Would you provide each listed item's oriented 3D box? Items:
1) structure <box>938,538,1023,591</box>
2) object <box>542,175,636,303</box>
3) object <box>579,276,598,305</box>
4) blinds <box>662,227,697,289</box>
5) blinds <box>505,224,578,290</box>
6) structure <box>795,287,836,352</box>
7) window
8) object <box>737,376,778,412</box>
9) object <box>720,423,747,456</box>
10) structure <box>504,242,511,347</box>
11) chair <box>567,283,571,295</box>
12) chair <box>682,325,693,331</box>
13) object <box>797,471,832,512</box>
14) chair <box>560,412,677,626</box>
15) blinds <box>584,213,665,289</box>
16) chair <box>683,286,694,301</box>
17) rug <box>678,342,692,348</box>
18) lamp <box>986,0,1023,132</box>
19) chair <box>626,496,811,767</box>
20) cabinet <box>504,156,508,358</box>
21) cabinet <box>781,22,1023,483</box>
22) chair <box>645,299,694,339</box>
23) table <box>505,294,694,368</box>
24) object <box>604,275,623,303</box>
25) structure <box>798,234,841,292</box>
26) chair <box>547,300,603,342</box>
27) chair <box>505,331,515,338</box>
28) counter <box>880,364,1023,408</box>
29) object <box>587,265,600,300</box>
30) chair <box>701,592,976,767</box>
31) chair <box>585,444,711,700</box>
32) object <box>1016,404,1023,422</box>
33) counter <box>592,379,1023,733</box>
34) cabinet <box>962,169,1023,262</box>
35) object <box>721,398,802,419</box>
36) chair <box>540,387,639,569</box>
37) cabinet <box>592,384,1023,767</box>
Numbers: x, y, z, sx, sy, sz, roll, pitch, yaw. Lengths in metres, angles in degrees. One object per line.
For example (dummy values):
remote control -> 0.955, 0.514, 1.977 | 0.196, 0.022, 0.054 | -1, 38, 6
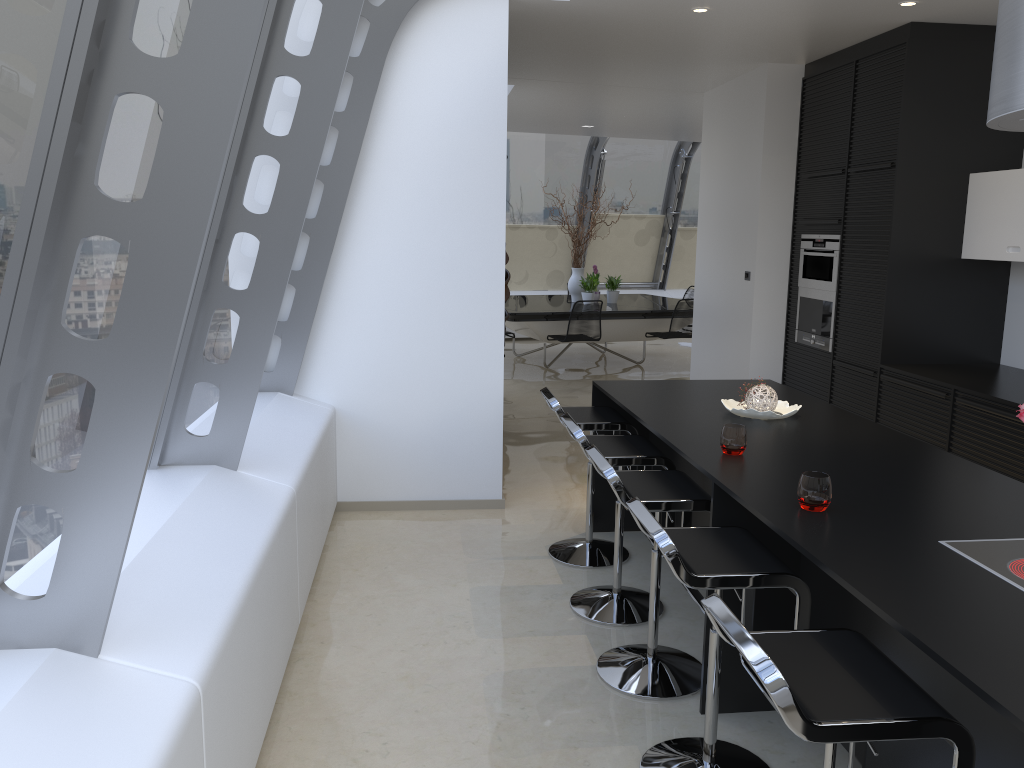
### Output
structure -> 1.448, 0.490, 2.078 | 0.562, 0.041, 0.640 | 0, 10, -7
object -> 0.976, -1.783, 11.035 | 1.135, 1.549, 1.031 | -4, 11, -28
object -> 0.939, -1.155, 10.873 | 0.284, 0.369, 0.215 | 4, 10, 18
blinds -> 3.176, -2.057, 14.639 | 1.430, 1.027, 0.329 | -3, 10, -20
blinds -> 0.283, -1.919, 13.592 | 1.430, 1.027, 0.329 | -3, 10, -20
structure -> 2.205, -0.480, 6.457 | 0.023, 0.420, 0.592 | 0, 10, -6
window -> 5.200, -1.048, 7.744 | 16.171, 3.674, 16.693 | -2, 10, -14
object -> 1.113, 0.057, 3.988 | 0.190, 0.191, 0.165 | 5, 11, 21
object -> 0.813, 0.205, 3.254 | 0.095, 0.106, 0.095 | -1, 10, -9
structure -> -0.265, -0.753, 8.667 | 0.493, 1.843, 0.498 | -1, 10, -9
chair -> 1.064, -1.183, 12.720 | 0.446, 0.519, 0.688 | -3, 10, -20
chair -> 2.613, -0.937, 11.435 | 0.688, 0.519, 0.446 | -3, 10, -20
object -> 0.891, 0.317, 2.612 | 0.095, 0.106, 0.095 | 3, 10, 13
chair -> 0.453, 0.573, 3.896 | 0.460, 0.857, 0.418 | 0, 10, -6
blinds -> 1.743, -2.076, 14.074 | 1.376, 1.214, 0.387 | -3, 10, -20
chair -> 2.272, -1.102, 12.358 | 0.688, 0.519, 0.446 | -3, 10, -20
rug -> 4.219, -0.411, 12.359 | 2.705, 0.008, 3.220 | -3, 11, -20
lamp -> 1.471, -1.068, 1.804 | 0.606, 0.966, 1.112 | 0, 10, -7
chair -> 0.588, 0.791, 2.651 | 0.460, 0.857, 0.418 | 0, 10, -6
cabinet -> -0.552, -0.738, 6.443 | 0.831, 2.558, 2.252 | 0, 10, -6
cabinet -> 2.866, -0.513, 4.388 | 0.831, 2.901, 5.157 | 0, 10, -7
chair -> 1.925, -0.766, 10.393 | 0.446, 0.519, 0.688 | -3, 10, -20
table -> 0.938, -0.677, 11.411 | 3.031, 0.759, 2.494 | -3, 10, -20
object -> 1.275, -1.209, 11.211 | 0.284, 0.369, 0.215 | 3, 10, 13
structure -> 2.208, -0.879, 6.388 | 0.061, 0.388, 0.592 | 0, 10, -7
chair -> 0.726, -0.708, 9.960 | 0.446, 0.519, 0.688 | -3, 10, -20
chair -> -0.351, -0.808, 10.439 | 0.688, 0.519, 0.446 | -3, 10, -20
counter -> 2.943, 0.207, 3.799 | 0.804, 0.025, 3.738 | 0, 10, -7
object -> 1.034, -1.309, 11.473 | 0.238, 0.476, 0.417 | 2, 10, 8
chair -> 0.665, 0.917, 1.935 | 0.460, 0.857, 0.418 | 0, 10, -6
chair -> 0.517, 0.676, 3.306 | 0.460, 0.857, 0.418 | 0, 10, -6
object -> 1.057, 0.271, 1.455 | 0.350, 0.596, 0.327 | 1, 10, 0
counter -> 1.169, 0.313, 3.014 | 1.006, 0.018, 3.800 | 0, 10, -7
cabinet -> 3.199, -0.714, 3.668 | 0.343, 0.515, 3.741 | 0, 10, -7
object -> 1.118, 0.119, 3.988 | 0.334, 0.078, 0.329 | -3, 10, -20
chair -> 0.384, 0.461, 4.534 | 0.460, 0.857, 0.418 | 0, 10, -6
cabinet -> 1.163, 0.734, 3.087 | 1.007, 0.838, 3.800 | 0, 10, -7
